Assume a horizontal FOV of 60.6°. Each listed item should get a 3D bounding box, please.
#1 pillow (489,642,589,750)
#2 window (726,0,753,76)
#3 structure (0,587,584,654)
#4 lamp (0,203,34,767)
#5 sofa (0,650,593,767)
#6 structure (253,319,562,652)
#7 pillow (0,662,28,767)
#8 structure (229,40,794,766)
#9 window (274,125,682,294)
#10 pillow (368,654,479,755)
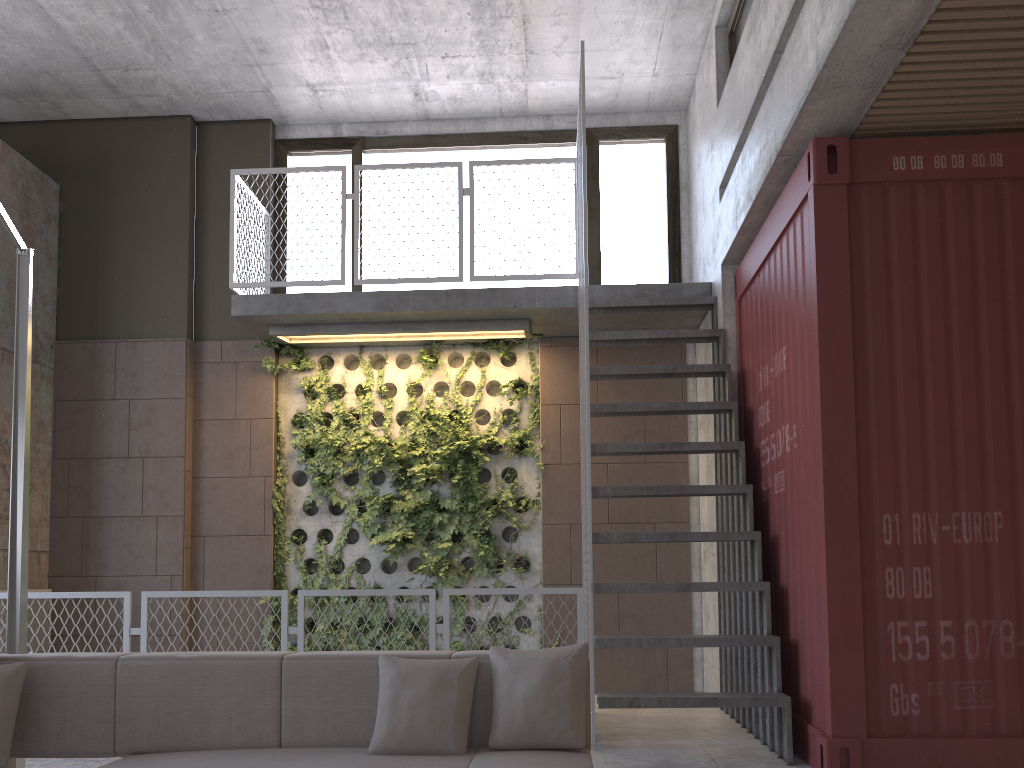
[{"bbox_3d":[0.088,1.094,3.082,0.362,0.361,0.190,-2,-6,8],"label":"pillow"},{"bbox_3d":[1.308,-3.173,2.069,0.113,0.595,8.611,-1,-12,3],"label":"window"},{"bbox_3d":[-1.730,1.929,6.265,4.427,0.920,1.965,-1,-11,3],"label":"structure"},{"bbox_3d":[-2.263,0.134,3.411,0.756,3.370,2.673,0,-7,-9],"label":"lamp"},{"bbox_3d":[-1.277,1.134,2.043,2.997,0.772,3.073,-1,-12,3],"label":"sofa"},{"bbox_3d":[-0.863,1.164,7.320,2.628,3.765,1.018,-1,-5,3],"label":"structure"},{"bbox_3d":[-1.906,1.148,3.046,0.377,0.367,0.171,3,-6,-23],"label":"pillow"},{"bbox_3d":[-0.340,0.346,6.213,3.684,4.250,3.087,-1,-7,3],"label":"structure"},{"bbox_3d":[-0.321,-1.348,7.737,3.566,1.726,0.111,-1,-4,3],"label":"window"},{"bbox_3d":[-0.306,1.134,3.080,0.370,0.353,0.189,-1,-6,3],"label":"pillow"}]
